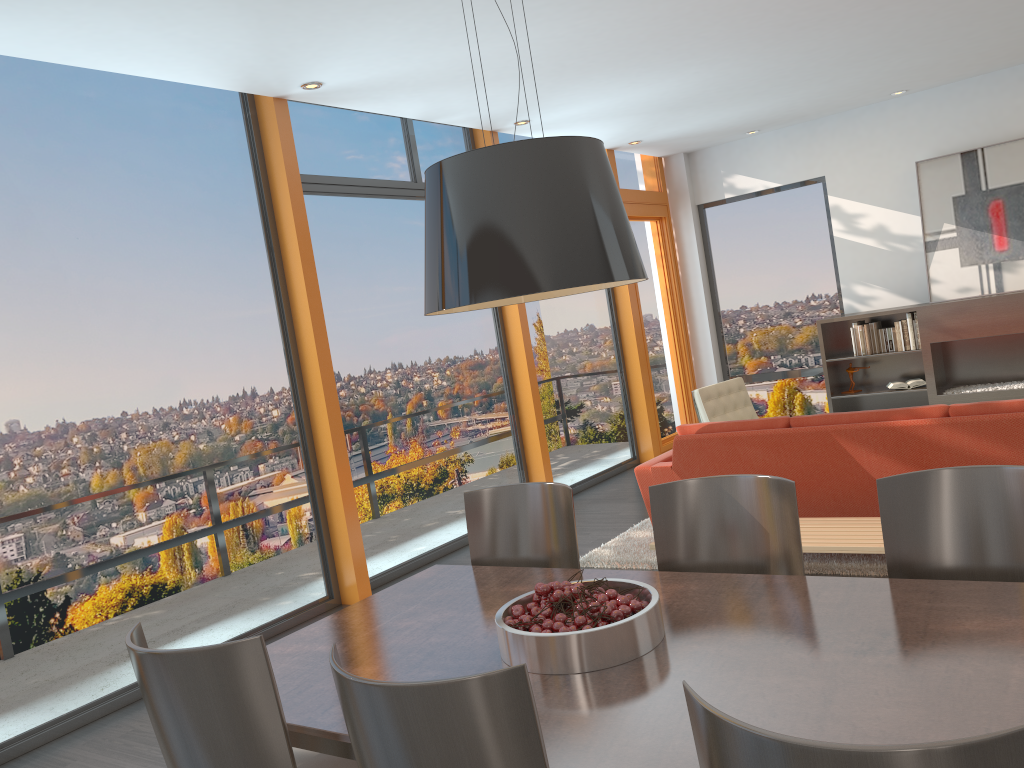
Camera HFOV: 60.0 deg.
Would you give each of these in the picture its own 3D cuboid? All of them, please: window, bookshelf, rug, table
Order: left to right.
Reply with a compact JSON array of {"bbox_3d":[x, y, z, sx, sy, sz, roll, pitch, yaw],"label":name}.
[{"bbox_3d":[-2.196,-0.052,4.343,0.070,3.344,2.927,-7,4,36],"label":"window"},{"bbox_3d":[-0.704,-0.420,6.472,0.070,3.344,2.106,-7,4,36],"label":"window"},{"bbox_3d":[0.482,-0.712,8.164,0.070,3.344,1.845,-7,4,36],"label":"window"},{"bbox_3d":[0.310,1.032,2.242,2.150,0.764,1.173,-7,4,36],"label":"table"},{"bbox_3d":[1.474,-0.947,9.416,0.211,3.344,1.157,-7,4,36],"label":"window"},{"bbox_3d":[2.784,-1.160,9.486,1.409,3.339,0.065,-7,4,36],"label":"window"},{"bbox_3d":[2.776,0.756,5.706,3.770,0.043,2.987,-7,4,35],"label":"rug"},{"bbox_3d":[4.549,-0.240,7.815,3.385,1.162,0.570,-7,4,36],"label":"bookshelf"}]

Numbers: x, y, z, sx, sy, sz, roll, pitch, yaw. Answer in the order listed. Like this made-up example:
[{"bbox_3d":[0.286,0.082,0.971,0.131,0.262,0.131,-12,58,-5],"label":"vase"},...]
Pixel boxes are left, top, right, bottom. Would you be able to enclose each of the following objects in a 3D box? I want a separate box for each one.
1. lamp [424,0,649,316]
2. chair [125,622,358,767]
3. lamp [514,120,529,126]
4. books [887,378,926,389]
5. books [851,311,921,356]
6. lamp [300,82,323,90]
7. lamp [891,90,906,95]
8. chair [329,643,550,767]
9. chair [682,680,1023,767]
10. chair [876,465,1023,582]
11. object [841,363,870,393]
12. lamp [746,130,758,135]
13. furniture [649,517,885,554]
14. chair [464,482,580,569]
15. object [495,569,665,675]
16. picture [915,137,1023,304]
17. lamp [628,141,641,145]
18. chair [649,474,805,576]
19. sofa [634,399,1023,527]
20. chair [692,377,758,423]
[{"bbox_3d":[-0.066,-0.995,2.187,0.567,1.579,0.567,-11,3,-25],"label":"lamp"},{"bbox_3d":[-0.558,1.018,2.217,0.548,0.967,0.615,-7,4,36],"label":"chair"},{"bbox_3d":[0.076,-2.069,7.031,0.129,0.010,0.129,-10,3,-9],"label":"lamp"},{"bbox_3d":[3.716,0.005,8.345,0.336,0.064,0.234,-8,3,16],"label":"books"},{"bbox_3d":[3.550,-0.479,8.358,0.591,0.339,0.324,-7,4,36],"label":"books"},{"bbox_3d":[-1.183,-1.758,5.234,0.129,0.010,0.129,-10,3,-9],"label":"lamp"},{"bbox_3d":[3.601,-2.711,8.261,0.129,0.010,0.129,-10,3,-9],"label":"lamp"},{"bbox_3d":[0.005,0.951,1.811,0.548,0.967,0.615,-7,4,36],"label":"chair"},{"bbox_3d":[0.623,0.878,1.365,0.548,0.967,0.615,-7,4,36],"label":"chair"},{"bbox_3d":[1.173,0.740,2.189,0.548,0.967,0.615,-7,4,36],"label":"chair"},{"bbox_3d":[3.335,-0.065,8.642,0.202,0.290,0.245,-11,4,-34],"label":"object"},{"bbox_3d":[2.460,-2.576,9.084,0.129,0.010,0.129,-10,3,-9],"label":"lamp"},{"bbox_3d":[1.669,0.855,4.102,2.004,0.357,0.493,-7,4,36],"label":"furniture"},{"bbox_3d":[-0.008,0.880,3.041,0.548,0.967,0.615,-7,4,36],"label":"chair"},{"bbox_3d":[0.169,0.587,2.287,0.427,0.154,0.427,-10,3,-10],"label":"object"},{"bbox_3d":[4.330,-1.477,7.949,1.208,1.338,0.269,-7,4,36],"label":"picture"},{"bbox_3d":[1.191,-2.344,8.621,0.129,0.010,0.129,-10,3,-9],"label":"lamp"},{"bbox_3d":[0.610,0.807,2.596,0.548,0.967,0.615,-7,4,36],"label":"chair"},{"bbox_3d":[2.059,0.498,4.816,2.596,0.852,1.039,-7,4,36],"label":"sofa"},{"bbox_3d":[1.966,0.375,7.198,0.700,0.816,0.706,-12,4,-44],"label":"chair"}]
